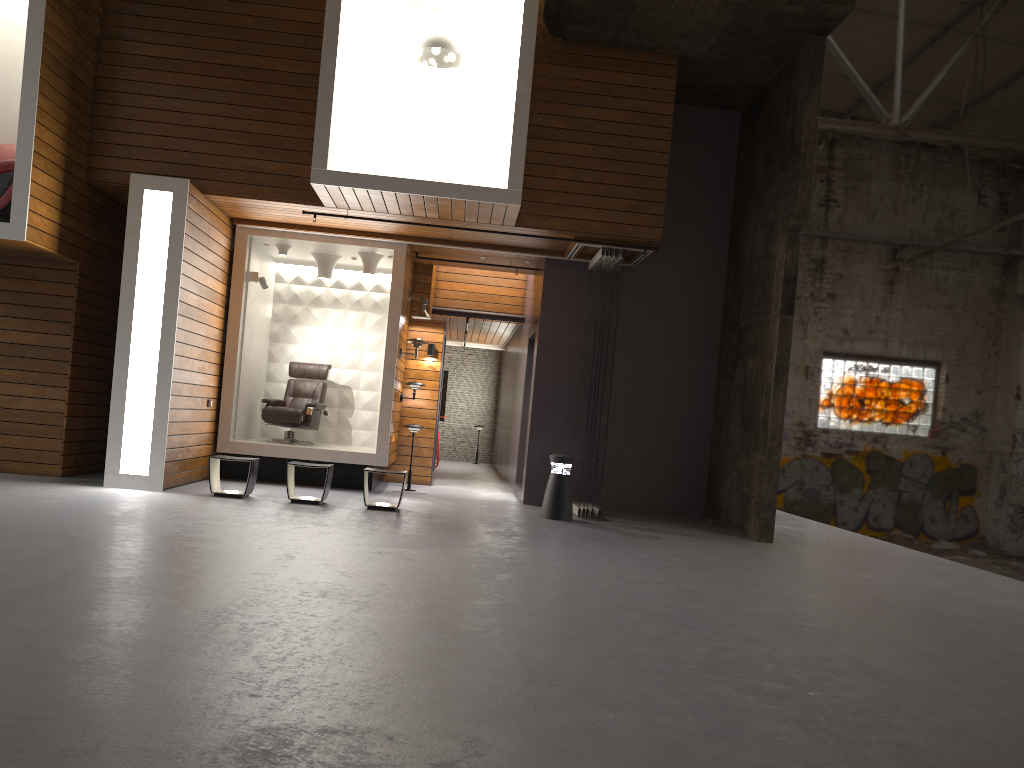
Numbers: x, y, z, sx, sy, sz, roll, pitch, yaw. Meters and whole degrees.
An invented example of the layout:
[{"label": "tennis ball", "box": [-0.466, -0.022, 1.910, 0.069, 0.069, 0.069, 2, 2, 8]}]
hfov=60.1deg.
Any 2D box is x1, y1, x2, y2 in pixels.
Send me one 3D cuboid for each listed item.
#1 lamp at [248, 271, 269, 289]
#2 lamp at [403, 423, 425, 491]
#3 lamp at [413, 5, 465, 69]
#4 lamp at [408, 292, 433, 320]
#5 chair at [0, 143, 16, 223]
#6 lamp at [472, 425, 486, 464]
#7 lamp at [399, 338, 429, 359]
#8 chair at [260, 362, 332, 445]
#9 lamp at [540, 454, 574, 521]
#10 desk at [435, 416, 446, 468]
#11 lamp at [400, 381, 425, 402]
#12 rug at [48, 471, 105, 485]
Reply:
[{"label": "lamp", "box": [-3.037, -1.245, 10.648, 0.249, 0.188, 0.129, 6, -1, -35]}, {"label": "lamp", "box": [-1.282, 0.933, 11.322, 0.288, 0.862, 0.287, 5, 0, -18]}, {"label": "lamp", "box": [-0.708, -3.844, 9.107, 0.529, 0.987, 0.530, 5, 0, 9]}, {"label": "lamp", "box": [-1.218, -1.046, 11.824, 0.346, 0.331, 0.294, 5, -1, -2]}, {"label": "chair", "box": [-5.119, -1.956, 8.525, 1.200, 0.937, 0.953, 5, -1, -4]}, {"label": "lamp", "box": [-0.746, 1.327, 19.485, 0.288, 0.862, 0.287, 5, 0, -7]}, {"label": "lamp", "box": [-1.222, -0.446, 11.083, 0.351, 0.271, 0.288, 5, -1, -4]}, {"label": "chair", "box": [-2.806, 0.231, 11.521, 0.754, 1.071, 0.826, 5, -1, 11]}, {"label": "lamp", "box": [0.510, 1.102, 9.546, 0.348, 0.696, 0.348, 5, 0, 2]}, {"label": "desk", "box": [-1.741, 1.080, 17.039, 0.844, 0.985, 1.717, 5, -2, -4]}, {"label": "lamp", "box": [-1.337, 0.105, 11.973, 0.327, 0.297, 0.288, 5, -1, -4]}, {"label": "rug", "box": [-4.364, 1.005, 9.499, 0.540, 0.014, 1.578, 5, -2, -3]}]
